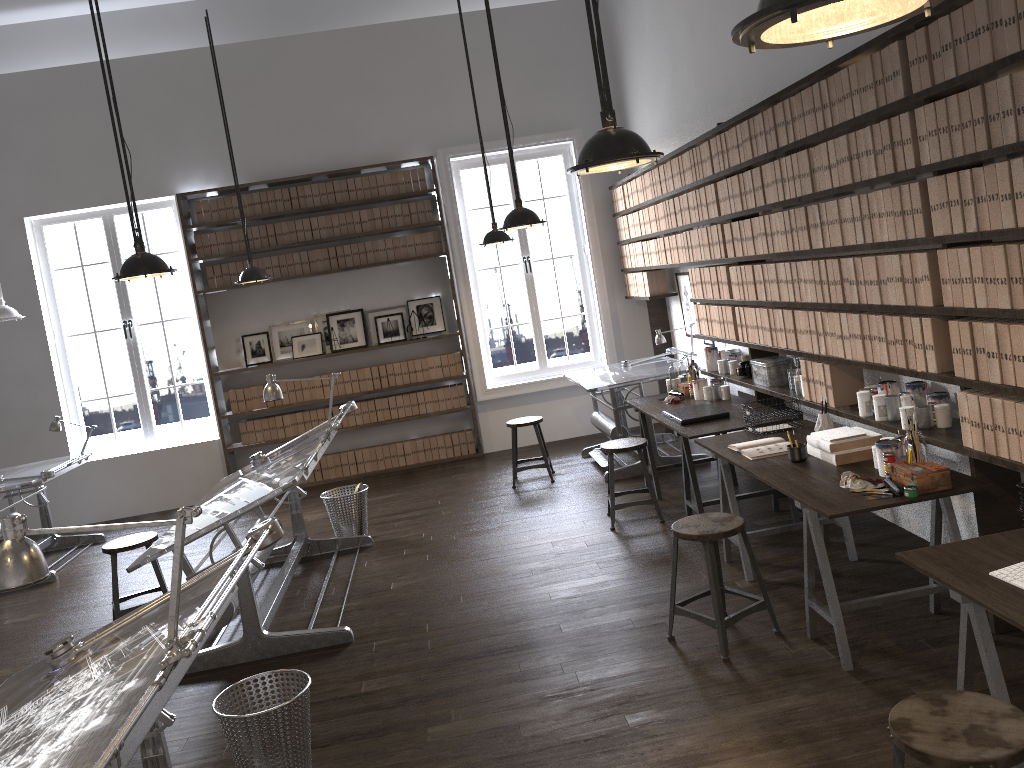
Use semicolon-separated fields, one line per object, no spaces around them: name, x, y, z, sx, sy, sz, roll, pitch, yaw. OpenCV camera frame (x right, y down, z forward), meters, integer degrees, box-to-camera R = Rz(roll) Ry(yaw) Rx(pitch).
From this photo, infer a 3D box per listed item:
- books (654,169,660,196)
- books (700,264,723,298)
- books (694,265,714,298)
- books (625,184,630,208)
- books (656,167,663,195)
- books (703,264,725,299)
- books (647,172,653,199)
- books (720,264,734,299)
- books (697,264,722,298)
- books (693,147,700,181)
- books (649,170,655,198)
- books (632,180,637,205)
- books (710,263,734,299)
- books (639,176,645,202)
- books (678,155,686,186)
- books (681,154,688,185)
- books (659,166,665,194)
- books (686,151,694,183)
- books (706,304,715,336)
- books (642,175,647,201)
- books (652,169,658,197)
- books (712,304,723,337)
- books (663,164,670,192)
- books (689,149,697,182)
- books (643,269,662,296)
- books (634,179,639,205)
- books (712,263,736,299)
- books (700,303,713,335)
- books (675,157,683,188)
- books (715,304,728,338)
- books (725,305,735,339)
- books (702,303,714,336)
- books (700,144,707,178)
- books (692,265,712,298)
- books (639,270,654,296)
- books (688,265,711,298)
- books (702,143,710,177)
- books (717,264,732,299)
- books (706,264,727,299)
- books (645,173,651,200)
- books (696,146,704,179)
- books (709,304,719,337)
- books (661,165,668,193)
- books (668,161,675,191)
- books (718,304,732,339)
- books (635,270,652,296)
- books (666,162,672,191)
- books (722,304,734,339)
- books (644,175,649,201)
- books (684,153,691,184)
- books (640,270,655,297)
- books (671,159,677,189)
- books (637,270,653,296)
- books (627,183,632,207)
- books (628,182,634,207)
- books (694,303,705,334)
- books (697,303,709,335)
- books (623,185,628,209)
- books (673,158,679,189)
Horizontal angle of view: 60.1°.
books;1.248;-1.629;7.113;0.174;0.225;0.067;-10;4;-5
books;1.457;-0.734;6.347;0.174;0.225;0.067;-10;4;-5
books;1.443;-0.748;6.480;0.174;0.225;0.067;-10;4;-5
books;1.143;-1.739;8.147;0.174;0.225;0.067;-10;4;-5
books;1.250;-1.621;7.039;0.174;0.225;0.067;-10;4;-5
books;1.463;-0.727;6.277;0.174;0.225;0.067;-10;4;-5
books;1.222;-1.650;7.312;0.174;0.225;0.067;-10;4;-5
books;1.497;-0.687;5.912;0.174;0.225;0.067;-10;4;-5
books;1.444;-0.740;6.413;0.174;0.225;0.067;-10;4;-5
books;1.346;-1.517;6.069;0.174;0.225;0.067;-10;4;-5
books;1.229;-1.642;7.240;0.174;0.225;0.067;-10;4;-5
books;1.176;-1.709;7.861;0.174;0.225;0.067;-10;4;-5
books;1.477;-0.712;6.136;0.174;0.225;0.067;-10;4;-5
books;1.197;-1.680;7.593;0.174;0.225;0.067;-10;4;-5
books;1.314;-1.554;6.415;0.174;0.225;0.067;-10;4;-5
books;1.322;-1.547;6.346;0.174;0.225;0.067;-10;4;-5
books;1.262;-1.613;6.964;0.174;0.225;0.067;-10;4;-5
books;1.329;-1.531;6.204;0.174;0.225;0.067;-10;4;-5
books;1.500;-0.467;6.356;0.174;0.225;0.067;-10;4;-5
books;1.207;-1.673;7.523;0.174;0.225;0.067;-10;4;-5
books;1.239;-1.636;7.178;0.174;0.225;0.067;-10;4;-5
books;1.511;-0.452;6.217;0.174;0.225;0.067;-10;4;-5
books;1.275;-1.598;6.823;0.174;0.225;0.067;-10;4;-5
books;1.335;-1.523;6.132;0.174;0.225;0.067;-10;4;-5
books;1.295;-0.916;8.039;0.174;0.225;0.067;-10;4;-5
books;1.176;-1.701;7.793;0.174;0.225;0.067;-10;4;-5
books;1.479;-0.703;6.061;0.174;0.225;0.067;-10;4;-5
books;1.484;-0.482;6.498;0.174;0.225;0.067;-10;4;-5
books;1.303;-1.561;6.484;0.174;0.225;0.067;-10;4;-5
books;1.515;-0.444;6.145;0.174;0.225;0.067;-10;4;-5
books;1.540;-0.423;5.945;0.174;0.225;0.067;-10;4;-5
books;1.489;-0.474;6.425;0.174;0.225;0.067;-10;4;-5
books;1.362;-1.502;5.926;0.174;0.225;0.067;-10;4;-5
books;1.435;-0.755;6.543;0.174;0.225;0.067;-10;4;-5
books;1.280;-0.930;8.174;0.174;0.225;0.067;-10;4;-5
books;1.426;-0.762;6.614;0.174;0.225;0.067;-10;4;-5
books;1.365;-1.494;5.856;0.174;0.225;0.067;-10;4;-5
books;1.492;-0.696;5.987;0.174;0.225;0.067;-10;4;-5
books;1.466;-0.718;6.206;0.174;0.225;0.067;-10;4;-5
books;1.219;-1.658;7.384;0.174;0.225;0.067;-10;4;-5
books;1.354;-1.509;5.995;0.174;0.225;0.067;-10;4;-5
books;1.508;-0.460;6.287;0.174;0.225;0.067;-10;4;-5
books;1.264;-1.605;6.893;0.174;0.225;0.067;-10;4;-5
books;1.283;-1.582;6.685;0.174;0.225;0.067;-10;4;-5
books;1.521;-0.436;6.073;0.174;0.225;0.067;-10;4;-5
books;1.264;-0.944;8.308;0.174;0.225;0.067;-10;4;-5
books;1.282;-1.591;6.753;0.174;0.225;0.067;-10;4;-5
books;1.532;-0.430;6.010;0.174;0.225;0.067;-10;4;-5
books;1.216;-1.666;7.454;0.174;0.225;0.067;-10;4;-5
books;1.325;-1.539;6.276;0.174;0.225;0.067;-10;4;-5
books;1.282;-0.922;8.107;0.174;0.225;0.067;-10;4;-5
books;1.294;-1.576;6.619;0.174;0.225;0.067;-10;4;-5
books;1.273;-0.936;8.236;0.174;0.225;0.067;-10;4;-5
books;1.156;-1.732;8.073;0.174;0.225;0.067;-10;4;-5
books;1.158;-1.724;8.001;0.174;0.225;0.067;-10;4;-5
books;1.469;-0.495;6.626;0.174;0.225;0.067;-10;4;-5
books;1.480;-0.489;6.560;0.174;0.225;0.067;-10;4;-5
books;1.142;-1.748;8.221;0.174;0.225;0.067;-10;4;-5
books;1.298;-1.569;6.557;0.174;0.225;0.067;-10;4;-5
